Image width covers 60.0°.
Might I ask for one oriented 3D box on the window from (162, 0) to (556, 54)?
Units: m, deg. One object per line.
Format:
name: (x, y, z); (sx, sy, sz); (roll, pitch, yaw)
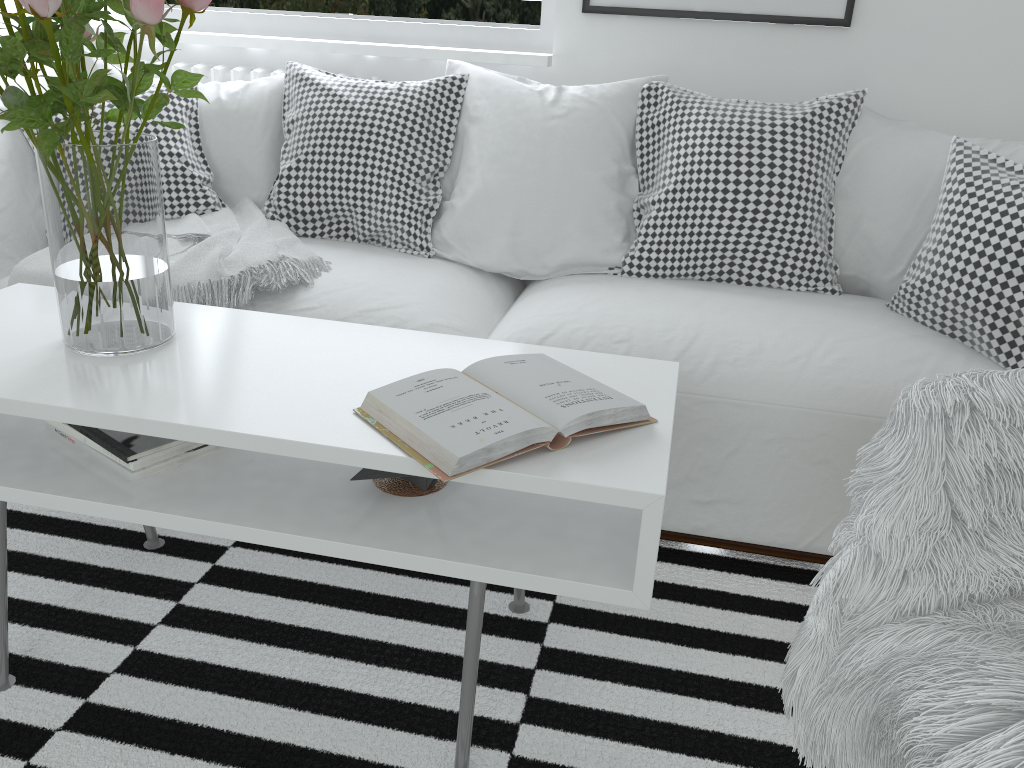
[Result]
window: (-2.476, -2.666, 4.789); (12.055, 8.137, 4.514); (7, 23, 10)

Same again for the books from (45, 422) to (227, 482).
books: (-0.576, 0.072, 1.393); (0.259, 0.014, 0.191); (19, 27, 34)

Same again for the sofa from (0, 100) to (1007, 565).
sofa: (0.004, -0.220, 2.183); (2.647, 0.768, 0.917); (7, 23, 10)

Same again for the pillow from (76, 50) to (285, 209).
pillow: (-0.860, -0.647, 2.435); (0.617, 0.491, 0.321); (-3, 23, -14)

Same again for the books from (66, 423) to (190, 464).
books: (-0.571, 0.044, 1.390); (0.257, 0.012, 0.207); (20, 28, 36)

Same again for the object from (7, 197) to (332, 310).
object: (-0.700, -0.280, 2.197); (0.670, 0.291, 0.831); (7, 23, 9)

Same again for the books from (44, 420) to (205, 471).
books: (-0.578, 0.057, 1.391); (0.254, 0.014, 0.191); (18, 27, 33)

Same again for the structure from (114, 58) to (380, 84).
structure: (-0.414, -0.611, 2.748); (1.655, 0.660, 0.206); (7, 23, 10)

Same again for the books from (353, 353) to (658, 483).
books: (-0.006, 0.026, 1.188); (0.342, 0.040, 0.231); (-13, 27, -34)

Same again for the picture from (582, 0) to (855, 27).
picture: (0.576, -1.490, 2.221); (0.720, 1.072, 0.015); (7, 23, 10)

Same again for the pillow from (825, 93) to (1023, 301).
pillow: (0.968, -0.394, 2.075); (0.333, 0.498, 0.623); (-18, 30, -42)

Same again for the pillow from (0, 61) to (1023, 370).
pillow: (0.026, -0.477, 2.119); (2.488, 0.513, 0.676); (8, 23, 12)

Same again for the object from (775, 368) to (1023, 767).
object: (0.798, 0.195, 0.774); (0.954, 0.789, 0.784); (0, 23, -8)

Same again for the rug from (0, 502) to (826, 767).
rug: (-0.498, 0.752, 0.762); (1.846, 0.004, 4.362); (7, 23, 10)

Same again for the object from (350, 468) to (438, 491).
object: (-0.152, 0.096, 1.296); (0.194, 0.088, 0.186); (3, 22, 0)

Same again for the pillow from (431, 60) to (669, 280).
pillow: (0.061, -0.529, 2.245); (0.599, 0.505, 0.391); (7, 23, 10)

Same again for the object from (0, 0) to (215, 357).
object: (-0.596, -0.335, 1.249); (0.350, 0.599, 0.327); (16, 26, 28)
